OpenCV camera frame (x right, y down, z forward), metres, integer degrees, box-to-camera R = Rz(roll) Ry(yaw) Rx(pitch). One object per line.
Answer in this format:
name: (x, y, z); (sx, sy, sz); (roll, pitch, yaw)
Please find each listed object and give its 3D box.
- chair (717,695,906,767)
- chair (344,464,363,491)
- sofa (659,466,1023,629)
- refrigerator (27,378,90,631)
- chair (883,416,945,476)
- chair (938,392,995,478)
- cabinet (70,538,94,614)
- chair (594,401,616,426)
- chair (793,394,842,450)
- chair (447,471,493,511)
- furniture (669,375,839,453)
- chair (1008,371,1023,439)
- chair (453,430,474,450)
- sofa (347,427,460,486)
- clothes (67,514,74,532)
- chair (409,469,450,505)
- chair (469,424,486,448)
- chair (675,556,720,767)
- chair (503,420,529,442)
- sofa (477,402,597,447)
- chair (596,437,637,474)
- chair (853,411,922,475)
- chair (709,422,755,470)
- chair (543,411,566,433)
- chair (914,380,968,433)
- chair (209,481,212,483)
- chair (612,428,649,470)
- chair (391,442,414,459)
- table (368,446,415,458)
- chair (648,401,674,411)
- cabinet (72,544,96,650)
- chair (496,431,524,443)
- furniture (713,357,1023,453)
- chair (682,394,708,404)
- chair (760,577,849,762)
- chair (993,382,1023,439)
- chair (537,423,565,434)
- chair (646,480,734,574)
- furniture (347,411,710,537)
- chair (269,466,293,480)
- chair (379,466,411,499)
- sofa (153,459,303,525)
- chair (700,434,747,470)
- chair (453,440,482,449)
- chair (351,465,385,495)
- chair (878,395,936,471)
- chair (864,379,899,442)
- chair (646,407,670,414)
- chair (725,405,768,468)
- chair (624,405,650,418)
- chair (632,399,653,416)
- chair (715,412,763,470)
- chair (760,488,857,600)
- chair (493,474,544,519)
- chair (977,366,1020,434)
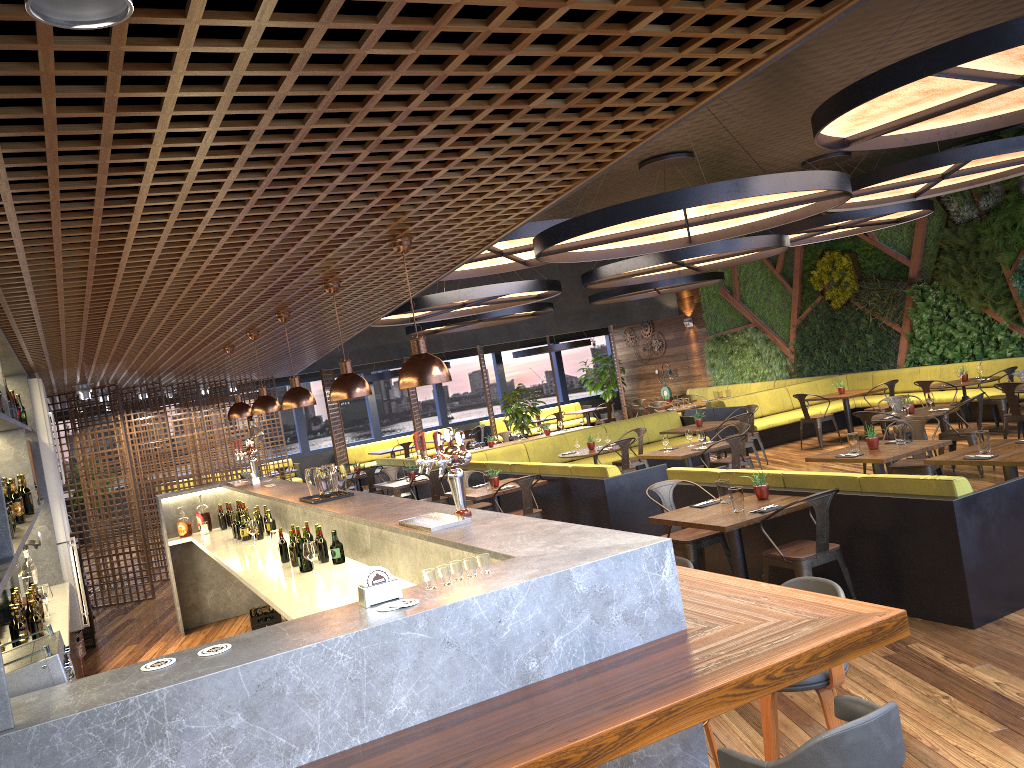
chair: (0.854, 1.344, 2.364); (0.483, 1.048, 0.438); (-10, 1, 2)
chair: (-2.849, 1.865, 15.507); (0.504, 0.917, 0.541); (-10, 1, -26)
sofa: (2.489, 1.072, 6.994); (0.966, 0.914, 3.061); (-10, 1, -27)
refrigerator: (-4.132, 1.052, 7.750); (0.454, 2.109, 1.159); (-10, 1, -27)
chair: (3.926, 0.800, 8.618); (0.504, 0.917, 0.541); (-9, 1, 41)
chair: (5.132, 0.575, 10.049); (0.541, 0.917, 0.504); (-9, 1, 45)
cabinet: (-4.882, 2.248, 9.713); (0.473, 1.007, 0.553); (-10, 1, -27)
chair: (2.310, 0.899, 21.690); (0.504, 0.917, 0.541); (-10, 1, -26)
chair: (4.854, 0.566, 14.188); (0.541, 0.917, 0.504); (-10, 1, -26)
chair: (-0.444, 1.519, 10.699); (0.504, 0.917, 0.541); (-10, 1, -26)
furniture: (4.035, 0.650, 18.549); (3.378, 0.916, 4.755); (-10, 1, -27)
chair: (6.745, 0.281, 11.404); (0.504, 0.917, 0.541); (-10, 1, 13)
chair: (-1.061, 1.499, 19.966); (0.504, 0.917, 0.541); (-10, 1, -26)
sofa: (-2.623, 1.750, 21.423); (3.061, 0.914, 0.966); (-10, 1, -27)
clothes: (-8.572, 2.533, 16.890); (0.401, 1.494, 0.423); (-10, 1, -31)
chair: (-1.078, 1.610, 12.003); (0.504, 0.917, 0.541); (-10, 1, -26)
chair: (-0.832, 1.448, 20.853); (0.541, 0.917, 0.504); (-10, 1, -26)
chair: (0.674, 1.352, 4.040); (0.483, 1.048, 0.438); (-9, 1, 35)
chair: (0.122, 1.277, 21.409); (0.541, 0.917, 0.504); (-10, 1, -26)
sofa: (0.709, 1.157, 23.127); (3.061, 0.914, 0.966); (-10, 1, -27)
chair: (1.440, 1.181, 11.853); (0.504, 0.917, 0.541); (-10, 1, -26)
chair: (4.271, 0.720, 10.160); (0.541, 0.917, 0.504); (-10, 1, -26)
chair: (2.736, 0.972, 10.987); (0.541, 0.917, 0.504); (-10, 1, -26)
chair: (1.053, 1.123, 21.047); (0.504, 0.917, 0.541); (-10, 1, -26)
chair: (6.183, 0.357, 12.818); (0.541, 0.917, 0.504); (-10, 1, -26)
chair: (-5.935, 2.366, 17.474); (0.504, 0.917, 0.541); (-10, 1, -26)
chair: (1.717, 1.123, 12.689); (0.541, 0.917, 0.504); (-10, 1, -26)
chair: (-2.318, 1.723, 19.323); (0.504, 0.917, 0.541); (-10, 1, -26)
table: (-2.617, 1.845, 19.948); (0.887, 0.763, 0.906); (-10, 1, -27)
chair: (3.144, 0.805, 18.146); (0.504, 0.917, 0.541); (-10, 1, -26)
cabinet: (-4.572, 2.203, 9.092); (0.473, 1.007, 0.553); (-10, 1, -27)
chair: (0.032, 1.355, 16.825); (0.504, 0.917, 0.541); (-10, 1, -26)
furniture: (6.097, 0.354, 14.408); (3.372, 0.914, 4.503); (-10, 1, -27)
chair: (3.908, 0.669, 18.537); (0.504, 0.917, 0.541); (-10, 1, -26)
chair: (1.079, 1.293, 3.324); (0.483, 1.048, 0.438); (-9, 1, 35)
chair: (6.168, 0.389, 10.650); (0.541, 0.917, 0.504); (-10, 1, -26)
chair: (0.824, 1.214, 17.230); (0.504, 0.917, 0.541); (-10, 1, -26)
chair: (1.430, 1.247, 7.142); (0.504, 0.917, 0.541); (-10, 1, -26)
furniture: (1.132, 1.217, 13.374); (4.895, 0.914, 7.462); (-10, 1, -32)
chair: (-4.678, 2.142, 18.117); (0.504, 0.917, 0.541); (-10, 1, -26)
chair: (-1.632, 1.689, 13.117); (0.504, 0.917, 0.541); (-10, 1, -26)
sofa: (-6.206, 2.387, 19.591); (3.061, 0.914, 0.966); (-10, 1, -27)
chair: (2.441, 1.035, 10.053); (0.504, 0.917, 0.541); (-10, 1, -26)
chair: (-0.765, 1.497, 16.417); (0.504, 0.917, 0.541); (-10, 1, -26)
chair: (-2.303, 1.787, 14.412); (0.504, 0.917, 0.541); (-10, 1, -26)
chair: (4.848, 0.611, 10.914); (0.504, 0.917, 0.541); (-10, 1, 13)
chair: (5.812, 0.407, 13.867); (0.504, 0.917, 0.541); (-10, 1, -26)
chair: (2.943, 0.852, 17.194); (0.541, 0.917, 0.504); (-10, 1, -26)
chair: (3.508, 0.807, 13.414); (0.541, 0.917, 0.504); (-10, 1, -26)
chair: (2.773, 0.855, 19.105); (0.541, 0.917, 0.504); (-10, 1, -26)
chair: (3.080, 0.789, 20.099); (0.504, 0.917, 0.541); (-10, 1, -26)
chair: (3.184, 0.874, 12.523); (0.504, 0.917, 0.541); (-10, 1, -26)
chair: (1.992, 1.166, 6.013); (0.504, 0.917, 0.541); (-10, 1, -26)
chair: (0.110, 1.439, 9.587); (0.504, 0.917, 0.541); (-10, 1, -26)
chair: (6.951, 0.229, 12.627); (0.504, 0.917, 0.541); (-10, 1, -26)
